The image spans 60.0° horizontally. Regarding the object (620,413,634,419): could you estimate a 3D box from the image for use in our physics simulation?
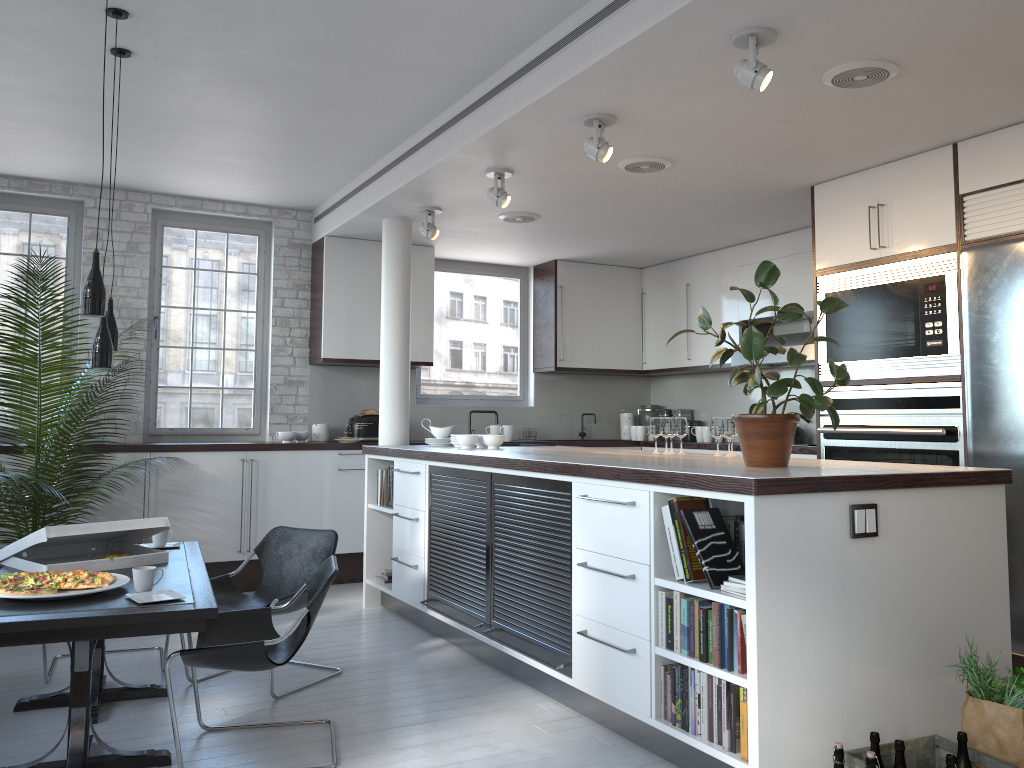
[{"bbox_3d":[1.224,0.344,9.441,0.153,0.070,0.152,-1,-3,18],"label":"object"}]

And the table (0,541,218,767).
[{"bbox_3d":[-1.883,1.200,3.954,0.958,0.705,1.913,2,-3,-21],"label":"table"}]

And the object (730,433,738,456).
[{"bbox_3d":[1.255,0.302,5.068,0.082,0.223,0.082,-2,-5,27],"label":"object"}]

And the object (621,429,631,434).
[{"bbox_3d":[1.232,0.503,9.428,0.153,0.063,0.152,0,-3,1],"label":"object"}]

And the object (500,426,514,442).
[{"bbox_3d":[-0.042,0.470,8.392,0.109,0.152,0.138,-1,-4,23],"label":"object"}]

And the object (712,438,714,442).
[{"bbox_3d":[1.959,0.497,8.787,0.138,0.152,0.108,-2,-5,34],"label":"object"}]

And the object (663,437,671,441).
[{"bbox_3d":[1.561,0.528,8.890,0.094,0.098,0.093,1,-4,-11],"label":"object"}]

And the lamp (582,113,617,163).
[{"bbox_3d":[0.467,-1.295,4.722,0.183,0.239,0.182,2,-4,-25],"label":"lamp"}]

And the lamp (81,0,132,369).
[{"bbox_3d":[-1.878,-0.998,4.135,0.114,1.858,1.053,2,-4,-21],"label":"lamp"}]

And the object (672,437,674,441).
[{"bbox_3d":[1.607,0.534,9.026,0.094,0.098,0.093,1,-4,-11],"label":"object"}]

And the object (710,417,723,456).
[{"bbox_3d":[1.168,0.300,5.040,0.082,0.223,0.082,-2,-5,29],"label":"object"}]

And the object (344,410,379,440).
[{"bbox_3d":[-1.306,0.378,8.026,0.414,0.292,0.278,2,-4,-28],"label":"object"}]

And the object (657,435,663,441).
[{"bbox_3d":[1.512,0.532,8.982,0.094,0.098,0.093,1,-4,-11],"label":"object"}]

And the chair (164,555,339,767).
[{"bbox_3d":[-1.082,1.161,3.776,0.664,0.780,0.669,1,-4,-13],"label":"chair"}]

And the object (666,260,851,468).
[{"bbox_3d":[1.084,-0.089,3.848,0.774,0.893,0.436,-2,-5,30],"label":"object"}]

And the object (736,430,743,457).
[{"bbox_3d":[1.304,0.298,4.980,0.082,0.223,0.082,1,-5,-14],"label":"object"}]

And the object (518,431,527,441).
[{"bbox_3d":[0.102,0.511,8.662,0.094,0.098,0.094,4,-5,-45],"label":"object"}]

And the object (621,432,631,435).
[{"bbox_3d":[1.232,0.533,9.427,0.153,0.074,0.152,2,-3,-25],"label":"object"}]

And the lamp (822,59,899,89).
[{"bbox_3d":[1.611,-1.427,4.099,0.328,0.025,0.328,2,-3,-30],"label":"lamp"}]

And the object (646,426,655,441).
[{"bbox_3d":[1.451,0.510,9.160,0.109,0.152,0.138,2,-4,-29],"label":"object"}]

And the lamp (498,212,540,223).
[{"bbox_3d":[0.056,-1.313,7.009,0.328,0.025,0.328,-2,-3,37],"label":"lamp"}]

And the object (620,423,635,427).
[{"bbox_3d":[1.229,0.441,9.436,0.153,0.060,0.153,2,-3,-28],"label":"object"}]

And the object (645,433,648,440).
[{"bbox_3d":[1.403,0.515,9.295,0.109,0.152,0.138,-2,-4,26],"label":"object"}]

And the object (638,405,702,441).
[{"bbox_3d":[1.653,0.402,9.248,0.243,0.375,0.873,3,-4,-32],"label":"object"}]

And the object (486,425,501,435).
[{"bbox_3d":[-0.168,0.470,8.418,0.138,0.152,0.108,3,-5,-33],"label":"object"}]

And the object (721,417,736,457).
[{"bbox_3d":[1.212,0.297,4.955,0.082,0.223,0.082,0,-4,5],"label":"object"}]

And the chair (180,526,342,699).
[{"bbox_3d":[-1.329,1.202,4.790,0.670,0.780,0.663,-2,-4,27],"label":"chair"}]

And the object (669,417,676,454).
[{"bbox_3d":[0.971,0.314,5.402,0.082,0.223,0.082,4,-6,-37],"label":"object"}]

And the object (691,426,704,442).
[{"bbox_3d":[1.847,0.493,8.724,0.138,0.152,0.108,1,-4,-6],"label":"object"}]

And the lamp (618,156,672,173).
[{"bbox_3d":[0.833,-1.370,5.555,0.328,0.025,0.328,1,-3,-23],"label":"lamp"}]

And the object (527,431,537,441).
[{"bbox_3d":[0.198,0.514,8.707,0.094,0.098,0.093,1,-4,-11],"label":"object"}]

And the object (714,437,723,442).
[{"bbox_3d":[2.031,0.492,8.675,0.138,0.152,0.108,2,-4,-20],"label":"object"}]

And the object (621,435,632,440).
[{"bbox_3d":[1.233,0.569,9.427,0.153,0.056,0.153,0,-3,15],"label":"object"}]

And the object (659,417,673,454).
[{"bbox_3d":[0.923,0.310,5.302,0.082,0.223,0.082,4,-5,-37],"label":"object"}]

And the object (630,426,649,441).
[{"bbox_3d":[1.312,0.510,9.182,0.134,0.152,0.249,2,-4,-26],"label":"object"}]

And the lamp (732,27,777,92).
[{"bbox_3d":[1.014,-1.335,3.698,0.183,0.239,0.182,2,-4,-25],"label":"lamp"}]

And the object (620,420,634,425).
[{"bbox_3d":[1.227,0.406,9.436,0.153,0.076,0.153,1,-3,-7],"label":"object"}]

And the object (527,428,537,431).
[{"bbox_3d":[0.198,0.484,8.710,0.094,0.098,0.093,1,-4,-11],"label":"object"}]

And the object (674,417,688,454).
[{"bbox_3d":[1.016,0.311,5.322,0.082,0.223,0.082,3,-5,-34],"label":"object"}]

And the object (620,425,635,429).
[{"bbox_3d":[1.230,0.471,9.432,0.154,0.075,0.152,-1,-3,29],"label":"object"}]

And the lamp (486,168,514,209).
[{"bbox_3d":[-0.081,-1.255,5.746,0.183,0.239,0.182,2,-4,-25],"label":"lamp"}]

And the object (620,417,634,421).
[{"bbox_3d":[1.226,0.376,9.436,0.153,0.067,0.152,-1,-3,18],"label":"object"}]

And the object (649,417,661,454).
[{"bbox_3d":[0.876,0.313,5.393,0.082,0.223,0.082,0,-4,9],"label":"object"}]

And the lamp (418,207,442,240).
[{"bbox_3d":[-0.628,-1.215,6.769,0.183,0.239,0.182,2,-4,-25],"label":"lamp"}]

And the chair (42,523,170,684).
[{"bbox_3d":[-2.273,1.207,5.018,0.670,0.780,0.663,2,-4,-23],"label":"chair"}]

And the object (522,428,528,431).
[{"bbox_3d":[0.149,0.487,8.802,0.094,0.098,0.094,4,-5,-45],"label":"object"}]

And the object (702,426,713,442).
[{"bbox_3d":[1.900,0.490,8.630,0.109,0.152,0.138,1,-4,-13],"label":"object"}]
